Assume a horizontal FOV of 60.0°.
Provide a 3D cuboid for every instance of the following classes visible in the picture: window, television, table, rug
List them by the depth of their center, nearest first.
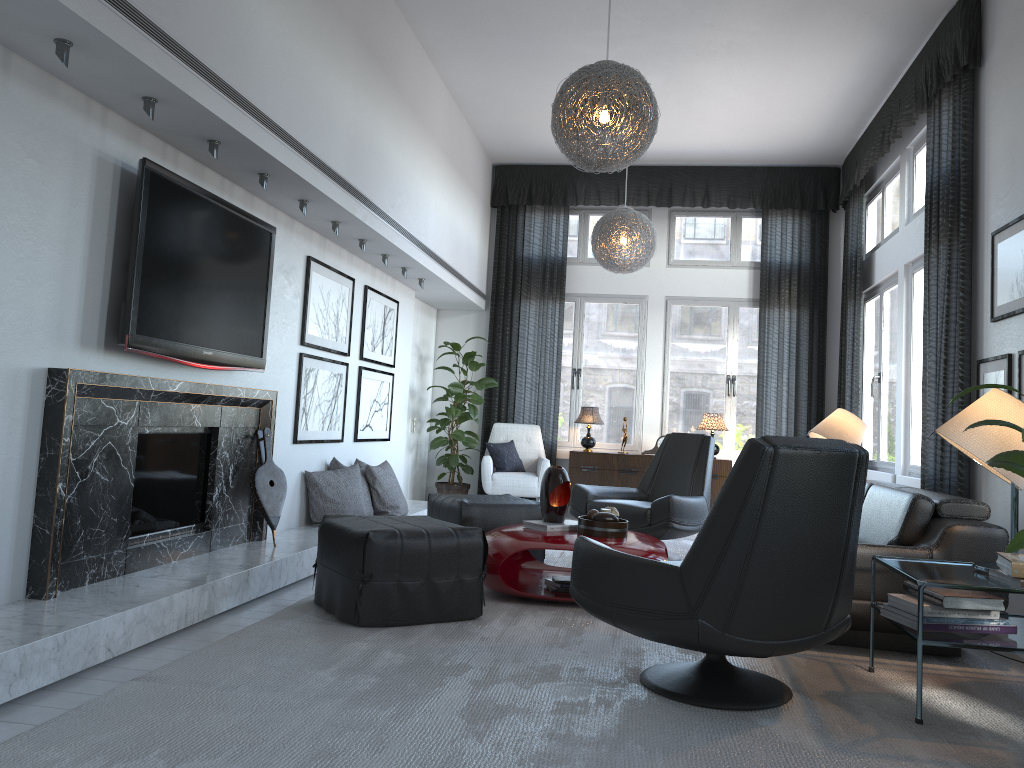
[{"bbox_3d":[1.527,0.818,2.840,0.593,0.412,0.591,3,-3,9],"label":"table"},{"bbox_3d":[-1.352,-0.441,3.841,0.129,0.754,1.155,2,-3,9],"label":"television"},{"bbox_3d":[0.589,1.017,3.913,2.955,0.032,7.745,3,-3,9],"label":"rug"},{"bbox_3d":[0.304,0.875,4.393,0.942,0.301,0.936,3,-3,9],"label":"table"},{"bbox_3d":[2.687,-0.558,5.575,0.133,2.331,1.264,2,-4,9],"label":"window"},{"bbox_3d":[2.909,-0.482,6.969,0.133,2.331,1.264,2,-4,9],"label":"window"},{"bbox_3d":[2.035,-0.474,8.159,1.268,2.331,0.133,2,-5,9],"label":"window"},{"bbox_3d":[0.636,-0.540,8.387,1.268,2.331,0.133,2,-5,9],"label":"window"}]

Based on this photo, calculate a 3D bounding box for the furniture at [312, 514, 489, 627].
[{"bbox_3d":[-0.489,0.772,3.773,0.613,0.379,0.598,5,-4,-32],"label":"furniture"}]

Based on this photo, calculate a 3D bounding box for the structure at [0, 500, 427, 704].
[{"bbox_3d":[-1.294,0.830,3.708,0.393,0.135,7.186,3,-3,9],"label":"structure"}]

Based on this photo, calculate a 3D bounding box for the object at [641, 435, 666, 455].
[{"bbox_3d":[1.351,0.544,7.824,0.406,0.181,0.180,3,-4,9],"label":"object"}]

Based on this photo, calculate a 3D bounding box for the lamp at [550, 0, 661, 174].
[{"bbox_3d":[0.460,-1.647,4.214,0.515,1.311,0.511,3,-5,4],"label":"lamp"}]

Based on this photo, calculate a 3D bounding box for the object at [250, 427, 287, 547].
[{"bbox_3d":[-1.217,0.509,4.431,0.175,0.582,0.196,4,-5,-10],"label":"object"}]

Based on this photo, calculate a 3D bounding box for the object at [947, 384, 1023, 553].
[{"bbox_3d":[1.445,0.310,2.054,0.784,1.335,0.533,2,-5,20],"label":"object"}]

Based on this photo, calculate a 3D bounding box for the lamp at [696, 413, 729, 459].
[{"bbox_3d":[1.754,0.455,7.755,0.280,0.399,0.280,0,-5,35],"label":"lamp"}]

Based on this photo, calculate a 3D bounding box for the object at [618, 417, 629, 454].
[{"bbox_3d":[0.998,0.457,7.903,0.096,0.326,0.096,2,-5,9],"label":"object"}]

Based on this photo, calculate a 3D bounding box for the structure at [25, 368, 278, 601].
[{"bbox_3d":[-1.637,0.441,3.808,0.521,0.927,1.681,2,-3,9],"label":"structure"}]

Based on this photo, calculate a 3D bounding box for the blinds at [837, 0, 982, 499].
[{"bbox_3d":[2.652,-0.405,6.294,0.189,3.288,3.202,2,-4,9],"label":"blinds"}]

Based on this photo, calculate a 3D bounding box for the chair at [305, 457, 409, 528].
[{"bbox_3d":[-0.945,0.693,5.808,0.391,0.432,1.332,2,-3,10],"label":"chair"}]

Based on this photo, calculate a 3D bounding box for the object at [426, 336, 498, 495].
[{"bbox_3d":[-0.479,0.354,7.872,0.638,1.595,0.935,6,-5,-35],"label":"object"}]

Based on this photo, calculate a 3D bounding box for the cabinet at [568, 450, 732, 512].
[{"bbox_3d":[1.208,0.936,7.843,1.399,0.615,0.385,3,-4,9],"label":"cabinet"}]

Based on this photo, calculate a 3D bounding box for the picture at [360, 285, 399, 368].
[{"bbox_3d":[-0.968,-0.407,6.532,0.020,0.524,0.789,2,-3,9],"label":"picture"}]

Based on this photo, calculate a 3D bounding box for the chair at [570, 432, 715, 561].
[{"bbox_3d":[0.937,0.714,5.758,0.802,0.813,0.840,7,-5,-43],"label":"chair"}]

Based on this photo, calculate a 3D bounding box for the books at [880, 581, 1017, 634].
[{"bbox_3d":[1.388,0.707,2.799,0.322,0.116,0.278,3,-3,-6],"label":"books"}]

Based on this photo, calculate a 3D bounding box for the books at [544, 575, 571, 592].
[{"bbox_3d":[0.306,0.993,4.399,0.272,0.054,0.204,4,-3,-15],"label":"books"}]

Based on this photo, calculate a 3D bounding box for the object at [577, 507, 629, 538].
[{"bbox_3d":[0.442,0.666,4.302,0.241,0.134,0.242,6,-4,-43],"label":"object"}]

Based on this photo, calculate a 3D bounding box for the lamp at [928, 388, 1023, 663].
[{"bbox_3d":[1.882,0.547,3.286,0.475,1.018,1.164,0,-5,35],"label":"lamp"}]

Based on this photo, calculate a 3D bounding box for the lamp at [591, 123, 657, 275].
[{"bbox_3d":[0.889,-1.499,6.915,0.512,1.311,0.513,3,-5,4],"label":"lamp"}]

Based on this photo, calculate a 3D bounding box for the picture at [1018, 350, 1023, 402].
[{"bbox_3d":[2.354,-0.003,3.958,0.020,0.327,0.426,2,-4,9],"label":"picture"}]

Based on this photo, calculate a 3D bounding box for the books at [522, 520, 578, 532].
[{"bbox_3d":[0.235,0.709,4.434,0.306,0.030,0.201,5,-3,-36],"label":"books"}]

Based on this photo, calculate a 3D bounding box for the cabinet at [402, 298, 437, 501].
[{"bbox_3d":[-0.958,0.183,7.958,0.191,1.901,1.168,2,-4,9],"label":"cabinet"}]

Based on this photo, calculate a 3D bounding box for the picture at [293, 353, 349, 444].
[{"bbox_3d":[-1.164,0.102,5.461,0.020,0.524,0.789,2,-3,9],"label":"picture"}]

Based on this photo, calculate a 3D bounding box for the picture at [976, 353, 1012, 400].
[{"bbox_3d":[2.439,0.026,4.490,0.020,0.327,0.426,2,-4,9],"label":"picture"}]

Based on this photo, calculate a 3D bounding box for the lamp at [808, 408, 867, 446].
[{"bbox_3d":[2.172,0.647,5.102,0.474,1.018,1.165,4,-4,-17],"label":"lamp"}]

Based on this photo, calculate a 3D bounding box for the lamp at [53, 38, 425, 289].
[{"bbox_3d":[-1.028,-0.880,4.739,0.053,0.081,4.240,2,-3,9],"label":"lamp"}]

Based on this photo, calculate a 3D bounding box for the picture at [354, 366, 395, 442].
[{"bbox_3d":[-0.999,0.158,6.484,0.020,0.524,0.789,2,-3,9],"label":"picture"}]

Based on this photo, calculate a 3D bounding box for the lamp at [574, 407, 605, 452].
[{"bbox_3d":[0.688,0.405,7.929,0.280,0.399,0.280,0,-5,35],"label":"lamp"}]

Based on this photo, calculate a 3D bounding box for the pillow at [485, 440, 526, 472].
[{"bbox_3d":[-0.053,0.642,7.861,0.252,0.297,0.356,0,-5,36],"label":"pillow"}]

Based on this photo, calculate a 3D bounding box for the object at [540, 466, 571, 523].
[{"bbox_3d":[0.216,0.553,4.453,0.152,0.281,0.151,7,-6,-41],"label":"object"}]

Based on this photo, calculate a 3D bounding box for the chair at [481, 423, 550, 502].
[{"bbox_3d":[0.027,0.764,7.840,0.594,0.826,0.611,3,-4,-1],"label":"chair"}]

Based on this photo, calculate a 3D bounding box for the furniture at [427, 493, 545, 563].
[{"bbox_3d":[-0.165,0.859,5.289,0.598,0.379,0.613,5,-4,-27],"label":"furniture"}]

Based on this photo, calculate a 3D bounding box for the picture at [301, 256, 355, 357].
[{"bbox_3d":[-1.131,-0.463,5.509,0.020,0.524,0.789,2,-3,9],"label":"picture"}]

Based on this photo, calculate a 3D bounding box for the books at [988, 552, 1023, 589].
[{"bbox_3d":[1.657,0.581,2.720,0.320,0.075,0.277,2,-3,14],"label":"books"}]

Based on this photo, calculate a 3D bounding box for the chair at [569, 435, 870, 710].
[{"bbox_3d":[0.705,0.564,2.783,0.839,0.813,0.803,4,-4,-18],"label":"chair"}]

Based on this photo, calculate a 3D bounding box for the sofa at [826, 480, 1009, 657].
[{"bbox_3d":[1.516,0.773,4.234,0.936,0.618,1.899,3,-3,9],"label":"sofa"}]

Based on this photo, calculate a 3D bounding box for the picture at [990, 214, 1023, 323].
[{"bbox_3d":[2.428,-0.563,4.273,0.020,0.468,0.586,2,-4,9],"label":"picture"}]

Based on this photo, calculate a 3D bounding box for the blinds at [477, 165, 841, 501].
[{"bbox_3d":[1.307,-0.393,8.133,3.213,3.289,0.188,2,-5,9],"label":"blinds"}]
